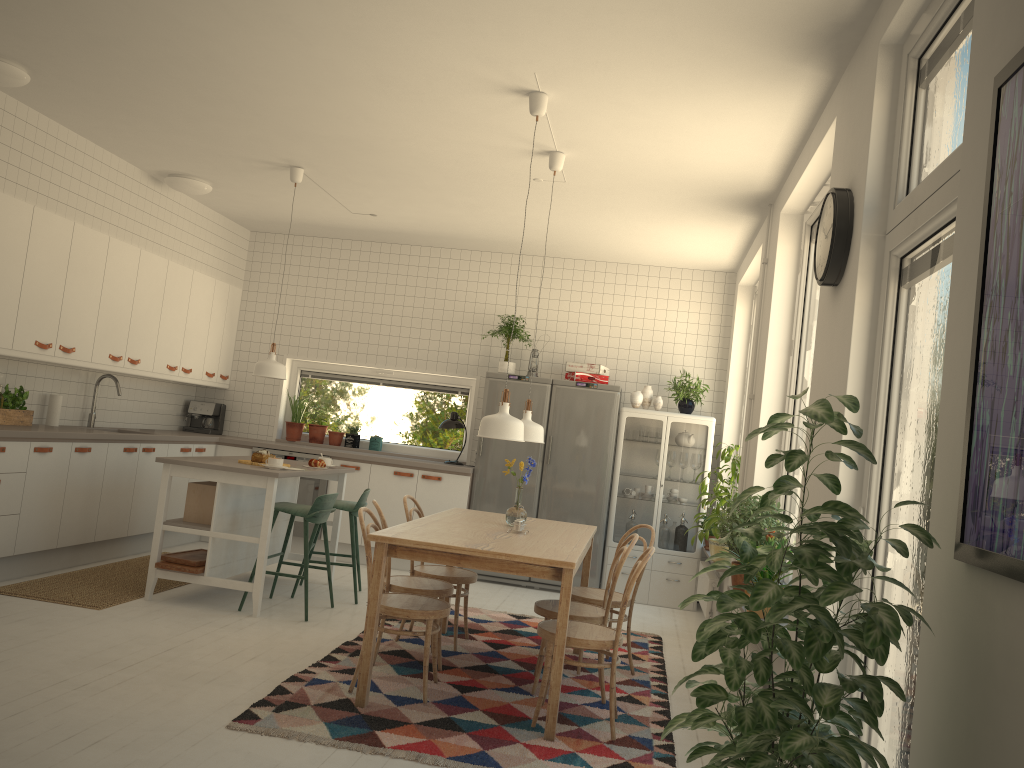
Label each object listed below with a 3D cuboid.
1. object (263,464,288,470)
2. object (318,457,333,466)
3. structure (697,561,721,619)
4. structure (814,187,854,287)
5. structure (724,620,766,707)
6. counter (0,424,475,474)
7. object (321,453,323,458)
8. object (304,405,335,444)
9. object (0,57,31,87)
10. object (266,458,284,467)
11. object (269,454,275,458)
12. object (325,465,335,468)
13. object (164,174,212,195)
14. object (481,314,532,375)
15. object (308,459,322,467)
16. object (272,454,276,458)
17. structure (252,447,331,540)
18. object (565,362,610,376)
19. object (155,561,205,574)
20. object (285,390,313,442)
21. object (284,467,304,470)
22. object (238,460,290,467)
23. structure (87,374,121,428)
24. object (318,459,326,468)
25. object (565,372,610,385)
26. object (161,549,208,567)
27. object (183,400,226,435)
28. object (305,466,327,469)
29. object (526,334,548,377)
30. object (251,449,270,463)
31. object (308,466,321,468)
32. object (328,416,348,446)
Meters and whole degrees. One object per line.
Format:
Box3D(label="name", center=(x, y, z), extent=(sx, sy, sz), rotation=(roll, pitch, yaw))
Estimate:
Box3D(label="object", center=(-1.486, 0.523, 5.557), extent=(0.160, 0.020, 0.160), rotation=(8, -4, -26))
Box3D(label="object", center=(-1.341, 0.560, 6.350), extent=(0.094, 0.060, 0.098), rotation=(6, -3, 6))
Box3D(label="structure", center=(1.487, 1.535, 6.656), extent=(0.113, 0.276, 1.015), rotation=(6, -3, 9))
Box3D(label="structure", center=(1.213, -0.556, 3.362), extent=(0.074, 0.372, 0.371), rotation=(6, -4, 9))
Box3D(label="structure", center=(1.150, 1.363, 4.352), extent=(0.113, 0.279, 1.028), rotation=(6, -3, 9))
Box3D(label="counter", center=(-2.019, 0.500, 5.833), extent=(2.857, 0.163, 4.842), rotation=(6, -3, 9))
Box3D(label="object", center=(-1.355, 0.542, 6.367), extent=(0.028, 0.086, 0.102), rotation=(10, -5, -40))
Box3D(label="object", center=(-1.819, 0.378, 8.351), extent=(0.258, 0.370, 0.234), rotation=(5, -4, 21))
Box3D(label="object", center=(-2.783, -1.670, 4.756), extent=(0.351, 0.101, 0.351), rotation=(9, -4, -39))
Box3D(label="object", center=(-1.485, 0.495, 5.558), extent=(0.098, 0.064, 0.094), rotation=(9, -4, -33))
Box3D(label="object", center=(-1.599, 0.488, 5.828), extent=(0.083, 0.057, 0.072), rotation=(6, -4, 15))
Box3D(label="object", center=(-1.344, 0.586, 6.346), extent=(0.160, 0.020, 0.160), rotation=(6, -3, 5))
Box3D(label="object", center=(-2.484, -1.516, 6.802), extent=(0.351, 0.101, 0.351), rotation=(9, -4, -39))
Box3D(label="object", center=(-0.021, -0.350, 7.699), extent=(0.474, 0.545, 0.467), rotation=(5, -4, 22))
Box3D(label="object", center=(-1.379, 0.549, 6.164), extent=(0.070, 0.060, 0.131), rotation=(10, -5, -43))
Box3D(label="object", center=(-1.603, 0.490, 5.856), extent=(0.083, 0.055, 0.073), rotation=(6, -4, 15))
Box3D(label="structure", center=(-1.906, 0.965, 7.966), extent=(0.706, 0.711, 0.703), rotation=(6, -4, 9))
Box3D(label="object", center=(0.653, -0.123, 7.673), extent=(0.312, 0.082, 0.307), rotation=(5, -4, 21))
Box3D(label="object", center=(-1.976, 1.119, 5.518), extent=(0.281, 0.030, 0.430), rotation=(6, -3, 9))
Box3D(label="object", center=(-2.018, 0.293, 8.373), extent=(0.300, 0.499, 0.333), rotation=(7, -4, -8))
Box3D(label="object", center=(-1.417, 0.547, 5.712), extent=(0.167, 0.005, 0.167), rotation=(6, -3, 4))
Box3D(label="object", center=(-1.623, 0.522, 5.815), extent=(0.237, 0.019, 0.306), rotation=(5, -4, 25))
Box3D(label="structure", center=(-3.112, 0.133, 6.785), extent=(0.236, 0.421, 0.063), rotation=(6, -4, 16))
Box3D(label="object", center=(-1.331, 0.556, 6.189), extent=(0.060, 0.059, 0.074), rotation=(8, -4, -22))
Box3D(label="object", center=(0.645, -0.041, 7.664), extent=(0.309, 0.082, 0.312), rotation=(7, -3, -11))
Box3D(label="object", center=(-1.979, 1.094, 5.597), extent=(0.281, 0.030, 0.430), rotation=(6, -3, 17))
Box3D(label="object", center=(-2.885, 0.310, 8.245), extent=(0.316, 0.292, 0.279), rotation=(6, -4, 10))
Box3D(label="object", center=(-1.368, 0.580, 6.169), extent=(0.167, 0.005, 0.167), rotation=(6, -3, 4))
Box3D(label="object", center=(0.215, -0.242, 7.661), extent=(0.163, 0.383, 0.154), rotation=(4, -4, 31))
Box3D(label="object", center=(-1.631, 0.466, 5.753), extent=(0.086, 0.087, 0.090), rotation=(6, -4, 16))
Box3D(label="object", center=(-1.368, 0.578, 6.173), extent=(0.122, 0.005, 0.120), rotation=(5, -4, 27))
Box3D(label="object", center=(-1.629, 0.447, 8.294), extent=(0.194, 0.277, 0.177), rotation=(8, -4, -24))
